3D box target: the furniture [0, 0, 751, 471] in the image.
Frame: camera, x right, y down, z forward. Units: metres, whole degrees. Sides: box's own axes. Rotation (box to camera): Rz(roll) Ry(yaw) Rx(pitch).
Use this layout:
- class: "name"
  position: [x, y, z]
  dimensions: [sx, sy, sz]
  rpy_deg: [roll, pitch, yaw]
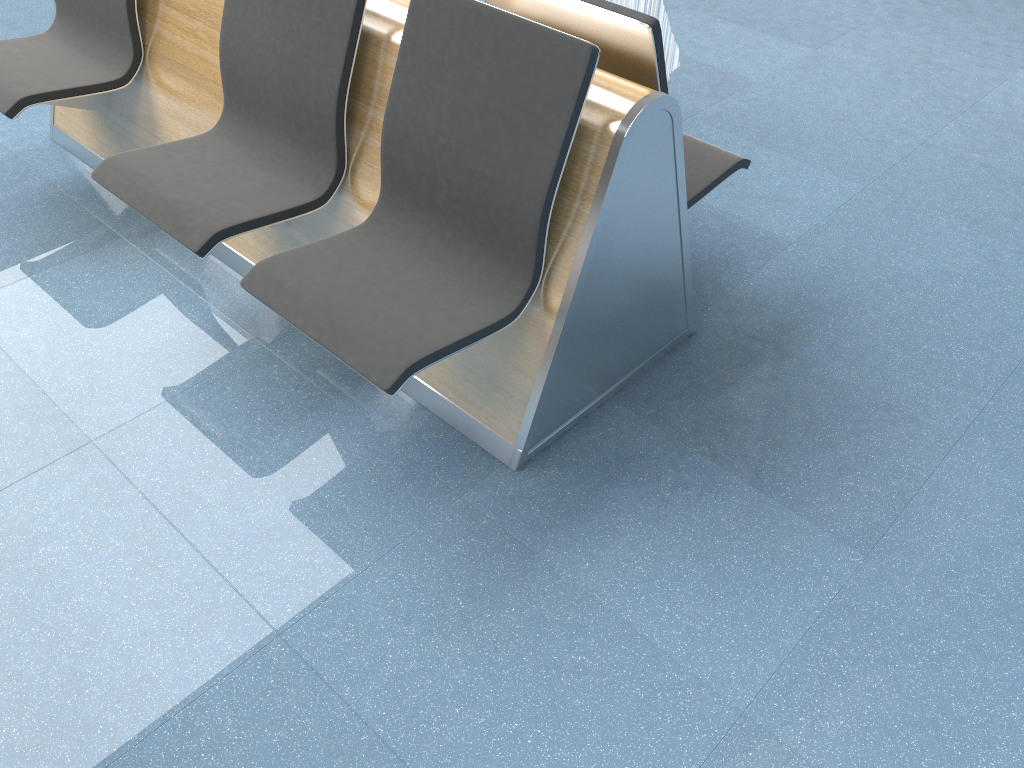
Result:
- class: "furniture"
  position: [-0.560, -0.845, 2.516]
  dimensions: [2.281, 0.896, 1.301]
  rpy_deg: [33, 51, 29]
